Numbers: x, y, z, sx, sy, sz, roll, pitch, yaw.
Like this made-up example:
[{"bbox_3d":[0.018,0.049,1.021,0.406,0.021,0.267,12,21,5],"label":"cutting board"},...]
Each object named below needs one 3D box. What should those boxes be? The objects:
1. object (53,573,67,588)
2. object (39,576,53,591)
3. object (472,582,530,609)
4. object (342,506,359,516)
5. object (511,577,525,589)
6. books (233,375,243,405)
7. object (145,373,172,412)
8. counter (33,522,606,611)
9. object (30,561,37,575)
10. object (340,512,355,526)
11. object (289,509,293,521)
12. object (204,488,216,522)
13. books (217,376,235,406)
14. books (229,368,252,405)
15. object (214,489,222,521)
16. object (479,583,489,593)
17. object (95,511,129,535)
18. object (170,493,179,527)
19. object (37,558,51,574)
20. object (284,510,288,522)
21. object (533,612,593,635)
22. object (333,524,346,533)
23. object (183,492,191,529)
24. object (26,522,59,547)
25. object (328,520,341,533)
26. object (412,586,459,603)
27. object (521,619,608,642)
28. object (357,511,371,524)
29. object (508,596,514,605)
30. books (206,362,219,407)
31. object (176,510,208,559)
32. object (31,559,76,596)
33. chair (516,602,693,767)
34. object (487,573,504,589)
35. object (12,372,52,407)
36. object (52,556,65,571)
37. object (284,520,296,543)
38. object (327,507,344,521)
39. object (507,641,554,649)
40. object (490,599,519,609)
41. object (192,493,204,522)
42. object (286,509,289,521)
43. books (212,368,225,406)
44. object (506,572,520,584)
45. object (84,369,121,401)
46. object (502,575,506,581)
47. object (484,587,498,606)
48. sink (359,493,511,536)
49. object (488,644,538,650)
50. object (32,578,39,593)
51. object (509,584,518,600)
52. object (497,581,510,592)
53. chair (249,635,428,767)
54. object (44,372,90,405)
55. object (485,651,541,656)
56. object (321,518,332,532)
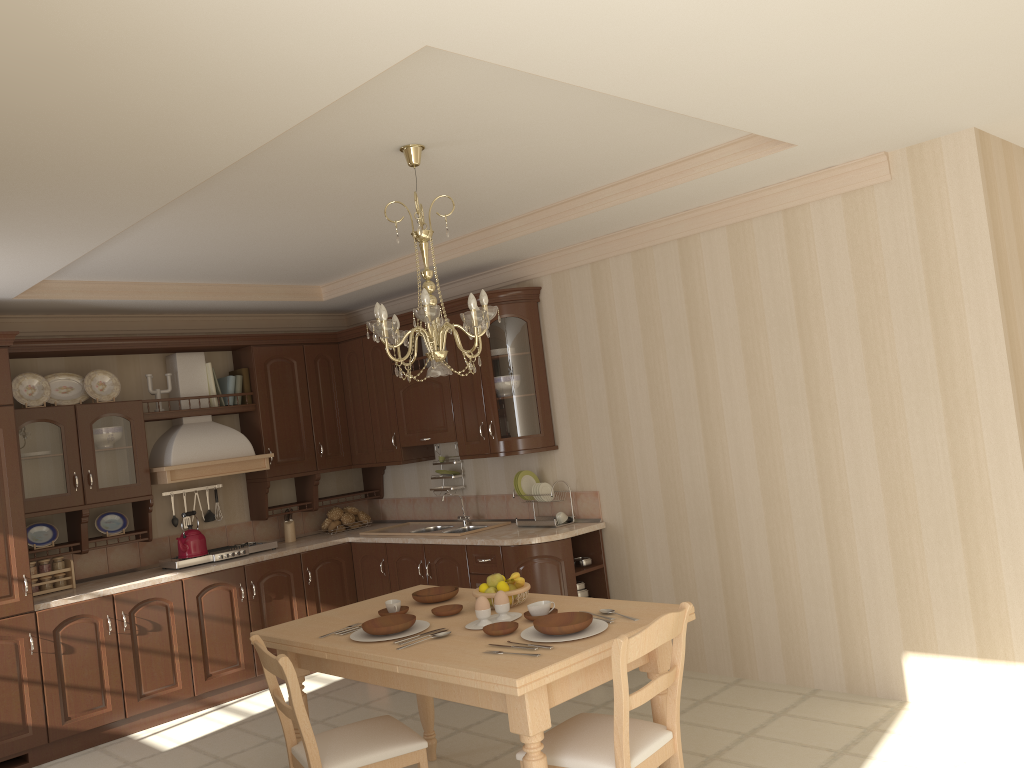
[{"bbox_3d":[-2.673,1.161,5.244,0.068,0.088,0.068,-6,-3,-29],"label":"object"},{"bbox_3d":[-2.724,1.165,5.185,0.068,0.088,0.068,-6,-3,-29],"label":"object"},{"bbox_3d":[-0.040,0.852,3.560,0.235,0.068,0.235,-7,-2,2],"label":"object"},{"bbox_3d":[-1.223,0.960,6.691,0.125,0.078,0.112,-9,-3,40],"label":"object"},{"bbox_3d":[0.020,0.810,3.552,0.064,0.094,0.176,-7,-2,-8],"label":"object"},{"bbox_3d":[-1.948,0.053,6.188,0.080,0.209,0.205,-5,-3,-45],"label":"books"},{"bbox_3d":[-2.318,0.062,5.775,0.174,0.248,0.163,-7,-2,8],"label":"object"},{"bbox_3d":[-1.207,1.055,5.233,2.603,0.034,2.422,-5,-3,-45],"label":"counter"},{"bbox_3d":[-2.787,1.070,5.130,0.068,0.088,0.068,-6,-3,-29],"label":"object"},{"bbox_3d":[-1.221,1.005,6.595,0.110,0.102,0.115,-6,-2,-16],"label":"object"},{"bbox_3d":[-1.586,0.997,6.377,0.027,0.198,0.053,-8,-3,29],"label":"object"},{"bbox_3d":[-2.086,0.829,6.084,0.088,0.236,0.028,-5,-3,-45],"label":"object"},{"bbox_3d":[-1.991,0.056,6.158,0.086,0.209,0.205,-5,-3,-45],"label":"books"},{"bbox_3d":[-1.907,0.026,6.237,0.052,0.254,0.205,-5,-3,-45],"label":"books"},{"bbox_3d":[-2.033,0.835,6.116,0.049,0.219,0.049,-8,-2,23],"label":"object"},{"bbox_3d":[-0.110,0.826,3.568,0.045,0.047,0.055,-7,-2,-13],"label":"object"},{"bbox_3d":[-2.490,0.864,5.519,0.071,0.143,0.202,-9,-3,43],"label":"object"},{"bbox_3d":[-2.251,0.839,5.900,0.048,0.231,0.015,-5,-3,-43],"label":"object"},{"bbox_3d":[-2.736,1.066,5.189,0.068,0.088,0.068,-6,-3,-29],"label":"object"},{"bbox_3d":[-1.619,1.005,6.361,0.027,0.198,0.053,-8,-3,29],"label":"object"},{"bbox_3d":[0.175,0.818,3.006,0.204,0.042,0.204,-8,-2,15],"label":"object"},{"bbox_3d":[-1.291,1.071,6.577,0.119,0.058,0.114,-7,-2,10],"label":"object"},{"bbox_3d":[-2.192,0.846,5.961,0.051,0.245,0.003,-5,-3,-45],"label":"object"},{"bbox_3d":[-2.782,0.888,5.231,0.071,0.143,0.202,-9,-3,43],"label":"object"},{"bbox_3d":[-1.307,1.052,6.534,0.104,0.092,0.114,-7,-2,2],"label":"object"},{"bbox_3d":[-0.329,0.914,3.827,0.204,0.042,0.204,-7,-2,-6],"label":"object"},{"bbox_3d":[0.178,0.836,3.006,0.299,0.009,0.299,-8,-2,24],"label":"object"},{"bbox_3d":[-1.117,1.009,6.696,0.097,0.106,0.117,-7,-2,1],"label":"object"},{"bbox_3d":[-0.020,0.851,3.499,0.055,0.046,0.046,-7,-2,-12],"label":"object"},{"bbox_3d":[-2.086,0.015,6.070,0.042,0.305,0.194,-5,-3,-45],"label":"books"},{"bbox_3d":[-2.037,0.951,5.627,0.181,0.282,0.227,-6,-2,-22],"label":"object"},{"bbox_3d":[-2.730,1.138,5.186,0.140,0.170,0.276,-9,-3,41],"label":"object"},{"bbox_3d":[0.331,1.177,2.932,0.517,0.846,0.462,-9,-3,38],"label":"chair"},{"bbox_3d":[-0.067,0.793,3.563,0.068,0.061,0.069,-6,-2,-28],"label":"object"},{"bbox_3d":[-2.836,0.032,5.230,0.068,0.210,0.220,-9,-3,43],"label":"object"},{"bbox_3d":[-2.685,1.062,5.248,0.068,0.088,0.068,-6,-3,-29],"label":"object"},{"bbox_3d":[-1.594,1.055,6.369,0.078,0.148,0.151,-7,-2,-7],"label":"object"},{"bbox_3d":[-1.310,0.964,6.581,0.100,0.105,0.118,-9,-3,40],"label":"object"},{"bbox_3d":[0.055,0.848,2.886,0.022,0.008,0.218,-5,-3,-42],"label":"object"},{"bbox_3d":[-0.036,0.883,3.559,0.128,0.011,0.128,-7,-2,-4],"label":"object"},{"bbox_3d":[-2.138,0.835,6.014,0.089,0.195,0.005,-5,-3,-45],"label":"object"},{"bbox_3d":[-1.617,0.996,6.391,0.027,0.191,0.052,-7,-2,1],"label":"object"},{"bbox_3d":[-2.061,0.031,6.102,0.068,0.271,0.194,-5,-3,-45],"label":"books"},{"bbox_3d":[0.001,0.795,3.563,0.066,0.085,0.184,-7,-2,-7],"label":"object"},{"bbox_3d":[-2.548,0.008,5.516,0.068,0.210,0.220,-9,-3,43],"label":"object"},{"bbox_3d":[-0.053,0.801,3.614,0.054,0.046,0.047,-7,-2,-3],"label":"object"},{"bbox_3d":[-0.077,0.844,3.519,0.072,0.076,0.074,-8,-2,20],"label":"object"},{"bbox_3d":[-0.545,0.918,6.000,0.448,0.348,1.077,-5,-3,-45],"label":"sink"},{"bbox_3d":[0.000,0.855,2.885,0.212,0.008,0.018,-9,-3,40],"label":"object"},{"bbox_3d":[-2.775,1.169,5.126,0.068,0.088,0.068,-6,-3,-29],"label":"object"},{"bbox_3d":[-0.014,0.838,3.559,0.076,0.065,0.077,-8,-2,22],"label":"object"},{"bbox_3d":[-0.035,0.806,3.508,0.051,0.053,0.045,-8,-3,34],"label":"object"},{"bbox_3d":[-0.614,1.303,3.200,0.517,0.846,0.462,-6,-2,-28],"label":"chair"},{"bbox_3d":[-2.731,0.029,5.414,0.342,0.209,0.073,-5,-3,-44],"label":"object"},{"bbox_3d":[-0.002,0.854,2.810,0.218,0.004,0.028,-9,-3,35],"label":"object"},{"bbox_3d":[-1.367,1.043,6.576,0.092,0.109,0.123,-7,-2,13],"label":"object"}]
